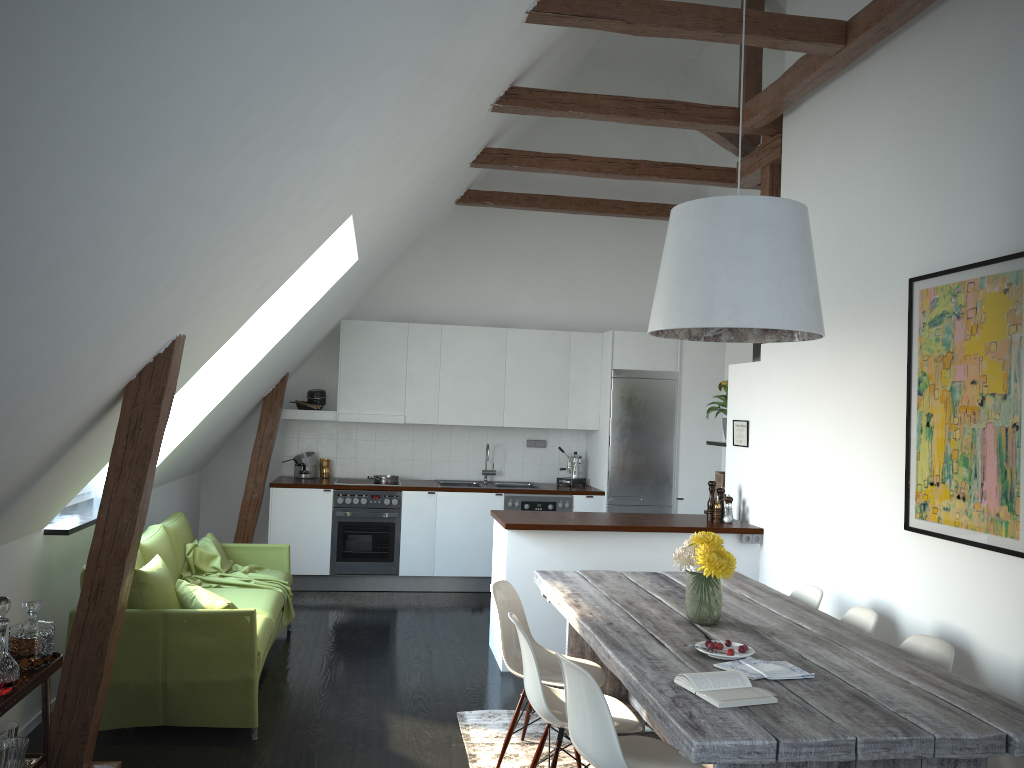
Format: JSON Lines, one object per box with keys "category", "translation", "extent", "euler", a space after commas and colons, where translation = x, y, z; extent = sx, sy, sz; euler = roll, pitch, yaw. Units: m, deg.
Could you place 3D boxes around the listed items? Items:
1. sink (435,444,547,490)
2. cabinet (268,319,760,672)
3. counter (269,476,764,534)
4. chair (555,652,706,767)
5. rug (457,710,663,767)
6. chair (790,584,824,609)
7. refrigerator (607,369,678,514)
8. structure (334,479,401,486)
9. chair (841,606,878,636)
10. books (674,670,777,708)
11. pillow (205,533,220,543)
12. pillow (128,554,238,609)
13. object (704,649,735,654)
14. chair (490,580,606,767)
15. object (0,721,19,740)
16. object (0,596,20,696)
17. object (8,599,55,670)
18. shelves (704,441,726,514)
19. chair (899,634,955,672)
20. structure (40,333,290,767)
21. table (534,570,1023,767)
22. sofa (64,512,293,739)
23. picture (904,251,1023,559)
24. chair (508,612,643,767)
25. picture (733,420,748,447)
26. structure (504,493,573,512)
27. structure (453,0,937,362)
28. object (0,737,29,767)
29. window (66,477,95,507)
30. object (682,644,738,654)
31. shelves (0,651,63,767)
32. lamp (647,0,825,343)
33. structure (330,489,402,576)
{"category": "sink", "translation": [-0.208, 0.819, 8.176], "extent": [0.963, 0.519, 0.671], "euler": [2, -2, -8]}
{"category": "cabinet", "translation": [0.158, 0.650, 7.067], "extent": [4.208, 2.369, 3.033], "euler": [2, -2, -8]}
{"category": "counter", "translation": [-0.274, 0.911, 6.971], "extent": [3.365, 0.038, 3.085], "euler": [2, -2, -8]}
{"category": "chair", "translation": [0.406, 1.321, 3.033], "extent": [0.542, 0.801, 0.465], "euler": [3, -2, -23]}
{"category": "rug", "translation": [0.837, 1.744, 3.519], "extent": [1.898, 0.022, 2.677], "euler": [2, -2, -9]}
{"category": "chair", "translation": [1.226, 1.390, 4.343], "extent": [0.542, 0.801, 0.465], "euler": [2, -2, -8]}
{"category": "refrigerator", "translation": [1.163, 0.811, 7.973], "extent": [0.609, 1.868, 0.031], "euler": [2, -2, -8]}
{"category": "structure", "translation": [-1.287, 0.897, 7.938], "extent": [0.574, 0.041, 0.504], "euler": [2, -2, -8]}
{"category": "chair", "translation": [1.296, 1.379, 3.875], "extent": [0.542, 0.801, 0.465], "euler": [2, -2, -3]}
{"category": "books", "translation": [0.646, 0.917, 2.698], "extent": [0.202, 0.042, 0.251], "euler": [3, -2, -20]}
{"category": "pillow", "translation": [-2.019, 1.166, 5.943], "extent": [0.210, 0.275, 0.462], "euler": [2, -2, -11]}
{"category": "pillow", "translation": [-1.597, 1.079, 4.465], "extent": [0.600, 0.387, 0.475], "euler": [3, -2, -11]}
{"category": "object", "translation": [0.732, 0.937, 3.119], "extent": [0.110, 0.011, 0.058], "euler": [2, -2, -5]}
{"category": "chair", "translation": [0.157, 1.342, 4.105], "extent": [0.542, 0.801, 0.465], "euler": [2, -2, 17]}
{"category": "object", "translation": [-1.668, 1.177, 2.897], "extent": [0.095, 0.119, 0.095], "euler": [1, -2, 43]}
{"category": "object", "translation": [-1.530, 0.782, 2.650], "extent": [0.114, 0.292, 0.114], "euler": [3, -2, -36]}
{"category": "object", "translation": [-1.593, 0.827, 2.942], "extent": [0.101, 0.211, 0.101], "euler": [2, -2, 6]}
{"category": "shelves", "translation": [1.826, 0.719, 6.597], "extent": [0.660, 0.553, 0.408], "euler": [2, -2, -8]}
{"category": "chair", "translation": [1.364, 1.367, 3.344], "extent": [0.542, 0.801, 0.465], "euler": [3, -2, -13]}
{"category": "structure", "translation": [-1.574, 0.639, 1.645], "extent": [1.023, 1.963, 12.350], "euler": [2, -2, -8]}
{"category": "table", "translation": [0.836, 1.359, 3.547], "extent": [1.141, 0.788, 2.421], "euler": [2, -2, -9]}
{"category": "sofa", "translation": [-1.818, 1.287, 5.204], "extent": [0.898, 0.825, 2.093], "euler": [2, -2, -10]}
{"category": "picture", "translation": [1.924, 0.084, 3.766], "extent": [0.036, 1.181, 0.808], "euler": [2, -2, -8]}
{"category": "chair", "translation": [0.240, 1.329, 3.533], "extent": [0.542, 0.801, 0.465], "euler": [2, -2, -8]}
{"category": "picture", "translation": [1.576, 0.340, 6.107], "extent": [0.023, 0.182, 0.250], "euler": [2, -2, -8]}
{"category": "structure", "translation": [0.190, 1.346, 8.078], "extent": [0.612, 0.725, 0.582], "euler": [2, -2, -8]}
{"category": "structure", "translation": [3.796, -1.975, 0.819], "extent": [10.230, 3.562, 15.910], "euler": [2, -2, -3]}
{"category": "object", "translation": [-1.590, 1.188, 2.819], "extent": [0.092, 0.099, 0.092], "euler": [3, -2, -31]}
{"category": "window", "translation": [0.868, -1.358, 2.214], "extent": [5.959, 4.249, 8.018], "euler": [2, -2, -8]}
{"category": "object", "translation": [0.695, 0.929, 3.109], "extent": [0.194, 0.022, 0.019], "euler": [2, -2, 7]}
{"category": "shelves", "translation": [-1.676, 1.265, 2.639], "extent": [0.438, 0.732, 0.803], "euler": [3, -2, -12]}
{"category": "lamp", "translation": [0.973, -1.598, 3.654], "extent": [0.697, 2.813, 0.757], "euler": [1, -2, 41]}
{"category": "structure", "translation": [-1.300, 1.289, 7.941], "extent": [0.583, 0.725, 0.749], "euler": [2, -2, -8]}
